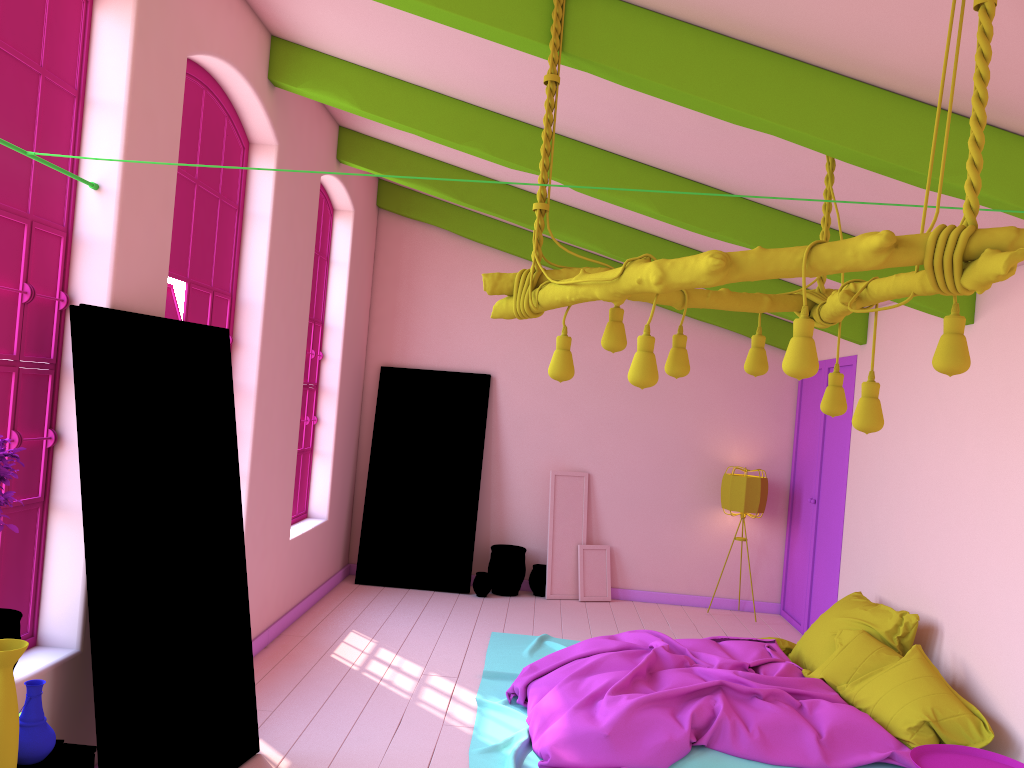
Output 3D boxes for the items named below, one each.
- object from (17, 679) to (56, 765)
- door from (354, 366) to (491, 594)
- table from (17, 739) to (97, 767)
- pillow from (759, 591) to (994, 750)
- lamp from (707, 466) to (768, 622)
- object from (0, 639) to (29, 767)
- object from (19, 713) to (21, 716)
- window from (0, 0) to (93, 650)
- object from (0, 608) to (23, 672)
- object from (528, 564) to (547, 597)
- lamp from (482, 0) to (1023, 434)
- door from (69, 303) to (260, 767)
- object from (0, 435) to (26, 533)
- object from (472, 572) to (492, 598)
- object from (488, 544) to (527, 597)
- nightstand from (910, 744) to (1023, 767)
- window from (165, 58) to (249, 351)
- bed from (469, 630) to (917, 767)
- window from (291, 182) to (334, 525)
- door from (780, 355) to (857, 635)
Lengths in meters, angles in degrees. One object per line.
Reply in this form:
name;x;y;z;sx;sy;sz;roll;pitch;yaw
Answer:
object;-1.364;0.957;2.518;0.132;0.219;0.132;5;-1;19
door;-0.892;0.950;9.024;1.153;2.210;0.450;5;0;2
table;-1.640;1.433;1.585;0.655;0.820;2.193;5;-1;2
pillow;2.239;1.837;5.820;0.848;0.822;2.617;5;-1;-8
lamp;2.293;1.564;8.815;0.491;1.466;0.477;4;-1;32
object;-1.346;0.873;2.320;0.116;0.383;0.116;5;-1;-24
object;-1.814;1.492;3.061;0.218;0.733;0.451;5;-1;2
window;-1.981;-0.376;3.278;0.072;3.047;1.275;5;-1;2
object;-1.980;1.004;3.350;0.223;0.272;0.223;5;-1;-10
object;0.295;2.001;9.024;0.260;0.306;0.261;4;-1;35
lamp;0.917;-0.989;3.015;1.611;2.264;1.775;5;-1;-16
door;-1.565;0.798;4.129;0.450;2.210;1.153;5;-1;12
object;-1.587;0.575;2.387;0.441;0.950;0.502;5;-1;-38
object;-0.292;1.983;8.754;0.199;0.234;0.199;5;-1;-30
object;-0.052;1.883;8.965;0.385;0.471;0.386;4;-1;45
nightstand;2.112;1.976;4.022;0.596;0.458;0.596;4;-1;40
window;-1.918;-0.324;5.185;0.214;3.009;1.514;5;-1;2
bed;1.131;1.904;5.606;2.802;0.514;3.577;5;-1;2
window;-1.806;-0.276;7.644;0.072;3.047;1.275;5;-1;2
door;2.827;1.066;8.259;0.108;2.590;1.677;5;-1;2
